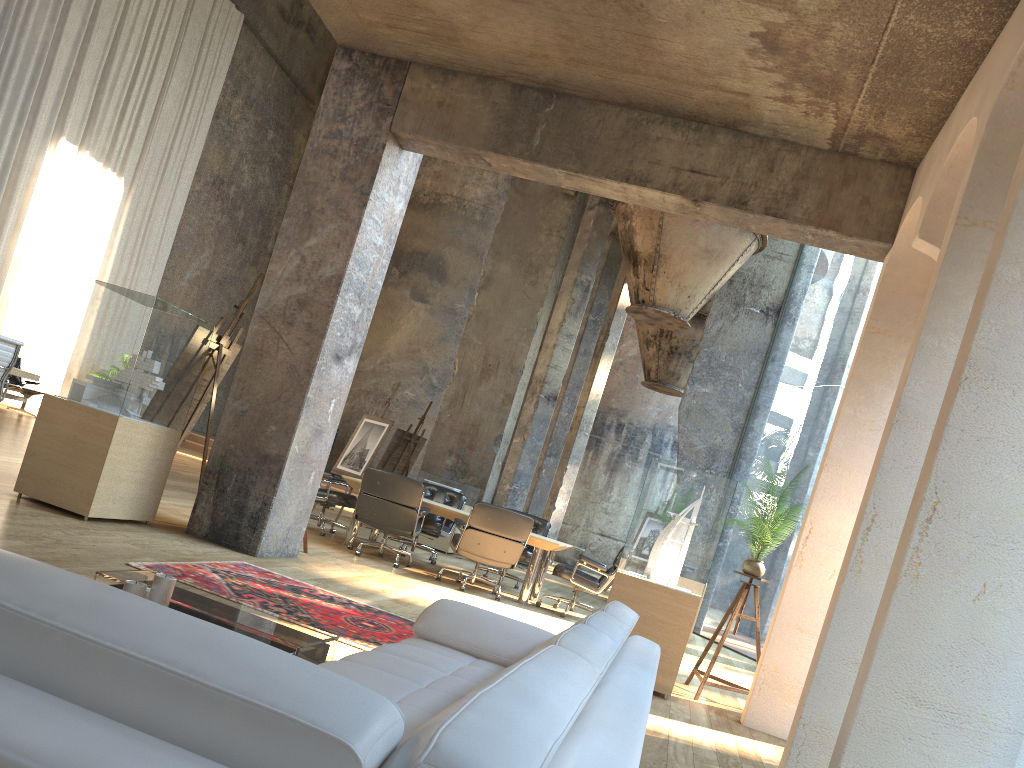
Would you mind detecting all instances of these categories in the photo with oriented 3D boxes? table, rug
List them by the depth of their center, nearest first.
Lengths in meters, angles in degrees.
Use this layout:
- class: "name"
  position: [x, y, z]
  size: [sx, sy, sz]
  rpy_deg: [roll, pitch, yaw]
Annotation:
- class: "table"
  position: [-1.229, 0.915, 3.014]
  size: [0.784, 0.202, 1.126]
  rpy_deg: [16, -7, 13]
- class: "table"
  position: [-1.154, 0.965, 3.376]
  size: [0.853, 0.246, 0.375]
  rpy_deg: [16, -5, 12]
- class: "table"
  position: [-6.233, -0.669, 5.059]
  size: [1.588, 0.755, 7.825]
  rpy_deg: [16, -7, 13]
- class: "rug"
  position: [-0.849, 1.430, 5.214]
  size: [2.443, 0.009, 1.365]
  rpy_deg: [16, -8, 12]
- class: "table"
  position: [-0.656, 1.715, 9.514]
  size: [2.391, 0.698, 1.120]
  rpy_deg: [16, -5, 12]
- class: "table"
  position: [0.315, 2.932, 15.651]
  size: [1.856, 0.544, 0.954]
  rpy_deg: [16, -6, 12]

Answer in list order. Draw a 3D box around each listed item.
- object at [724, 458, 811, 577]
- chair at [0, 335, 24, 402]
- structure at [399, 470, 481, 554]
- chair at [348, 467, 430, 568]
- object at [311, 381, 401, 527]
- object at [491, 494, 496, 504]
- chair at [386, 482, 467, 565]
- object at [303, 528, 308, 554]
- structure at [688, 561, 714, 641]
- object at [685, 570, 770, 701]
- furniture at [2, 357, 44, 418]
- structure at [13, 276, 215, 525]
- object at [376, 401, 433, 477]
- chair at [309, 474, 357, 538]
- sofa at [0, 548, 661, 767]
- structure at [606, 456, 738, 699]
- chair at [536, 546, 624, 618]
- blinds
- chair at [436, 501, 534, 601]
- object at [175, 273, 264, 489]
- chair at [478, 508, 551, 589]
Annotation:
- class: "object"
  position: [1.959, 1.013, 6.661]
  size: [0.686, 0.936, 0.865]
  rpy_deg: [17, -3, 3]
- class: "chair"
  position: [-4.966, -0.018, 7.938]
  size: [0.691, 1.022, 0.676]
  rpy_deg: [17, -2, 18]
- class: "structure"
  position: [-1.025, 1.855, 12.604]
  size: [0.737, 1.011, 0.744]
  rpy_deg: [17, -3, 12]
- class: "chair"
  position: [-1.231, 1.353, 8.906]
  size: [0.727, 0.889, 0.829]
  rpy_deg: [17, -3, 6]
- class: "object"
  position: [-2.026, 0.915, 12.134]
  size: [0.688, 2.140, 0.699]
  rpy_deg: [17, -1, 44]
- class: "object"
  position: [-0.704, 2.975, 21.246]
  size: [0.900, 0.987, 0.924]
  rpy_deg: [16, -4, 24]
- class: "chair"
  position: [-1.050, 1.610, 10.380]
  size: [0.721, 0.889, 0.835]
  rpy_deg: [16, -4, 19]
- class: "object"
  position: [-1.854, 0.793, 7.707]
  size: [0.566, 1.293, 0.666]
  rpy_deg: [17, -2, 13]
- class: "structure"
  position: [1.929, 2.515, 10.648]
  size: [0.729, 1.011, 0.753]
  rpy_deg: [17, -3, 12]
- class: "object"
  position: [1.617, 1.899, 6.666]
  size: [0.669, 0.969, 0.564]
  rpy_deg: [18, -2, -24]
- class: "furniture"
  position: [-7.717, -0.107, 12.927]
  size: [0.702, 0.838, 1.898]
  rpy_deg: [17, -6, 13]
- class: "structure"
  position: [-2.768, 0.159, 6.182]
  size: [0.589, 1.542, 0.751]
  rpy_deg: [17, -1, 13]
- class: "object"
  position: [-1.772, 1.249, 14.008]
  size: [0.672, 2.140, 0.716]
  rpy_deg: [17, -1, 38]
- class: "chair"
  position: [-2.080, 1.213, 9.830]
  size: [0.816, 0.890, 0.737]
  rpy_deg: [17, -3, 9]
- class: "sofa"
  position: [-0.705, 0.704, 2.274]
  size: [2.048, 0.719, 2.970]
  rpy_deg: [16, -7, 13]
- class: "structure"
  position: [1.076, 1.381, 6.314]
  size: [0.589, 1.542, 0.751]
  rpy_deg: [17, -1, 13]
- class: "chair"
  position: [0.766, 2.021, 9.220]
  size: [0.817, 0.890, 0.737]
  rpy_deg: [17, -3, 7]
- class: "blinds"
  position: [-7.386, -4.030, 13.877]
  size: [0.272, 8.613, 7.937]
  rpy_deg: [17, -3, 14]
- class: "chair"
  position: [-0.279, 1.628, 8.738]
  size: [0.737, 0.889, 0.817]
  rpy_deg: [18, -3, -14]
- class: "object"
  position: [-2.540, 0.066, 7.061]
  size: [0.680, 2.140, 0.708]
  rpy_deg: [17, -1, 11]
- class: "chair"
  position: [-0.006, 1.907, 10.160]
  size: [0.723, 0.889, 0.833]
  rpy_deg: [17, -4, 13]
